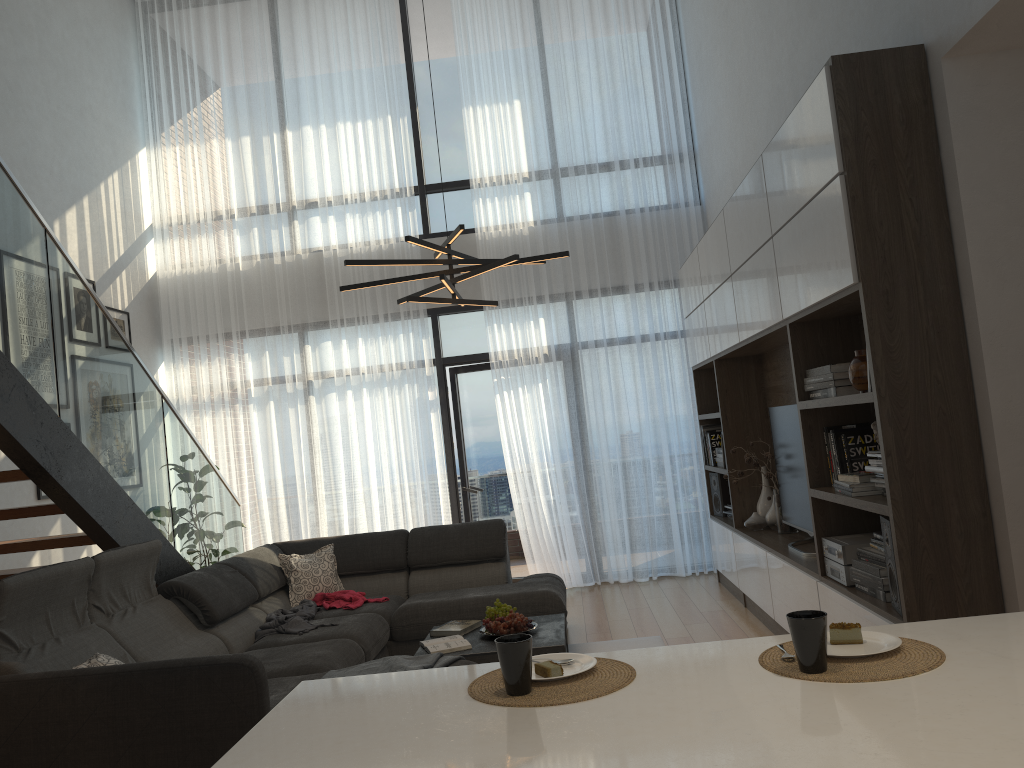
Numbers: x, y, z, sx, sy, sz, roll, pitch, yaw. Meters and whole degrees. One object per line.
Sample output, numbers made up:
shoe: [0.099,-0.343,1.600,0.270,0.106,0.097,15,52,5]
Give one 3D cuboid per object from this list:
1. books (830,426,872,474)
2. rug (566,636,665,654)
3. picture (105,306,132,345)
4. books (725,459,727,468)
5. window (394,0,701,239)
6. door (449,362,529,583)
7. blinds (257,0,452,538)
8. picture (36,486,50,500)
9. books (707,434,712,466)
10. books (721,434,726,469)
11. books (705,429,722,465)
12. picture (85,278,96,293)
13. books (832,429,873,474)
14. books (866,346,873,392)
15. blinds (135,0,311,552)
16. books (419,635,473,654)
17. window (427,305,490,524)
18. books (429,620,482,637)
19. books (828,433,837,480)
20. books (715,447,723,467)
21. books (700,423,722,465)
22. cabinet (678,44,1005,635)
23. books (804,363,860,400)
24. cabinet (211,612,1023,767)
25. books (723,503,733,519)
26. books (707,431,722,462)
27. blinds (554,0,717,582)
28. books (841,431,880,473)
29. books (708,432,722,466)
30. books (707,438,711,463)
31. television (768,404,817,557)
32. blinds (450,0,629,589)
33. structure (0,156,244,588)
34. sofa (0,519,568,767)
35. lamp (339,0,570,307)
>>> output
books: [1.501,0.317,3.857,0.193,0.255,0.066,-6,-4,2]
rug: [0.046,1.546,4.190,1.606,0.013,2.496,-6,-4,3]
picture: [-3.115,-0.427,6.994,0.025,0.333,0.410,-6,-4,3]
books: [1.559,0.456,6.128,0.179,0.243,0.071,-6,-4,2]
window: [-0.882,-2.497,7.928,4.808,2.500,0.119,-6,-4,3]
door: [0.078,0.767,7.798,1.118,1.976,0.206,-7,-4,13]
blinds: [-1.413,-0.897,7.646,1.374,5.581,0.218,-6,-4,1]
picture: [-3.065,0.510,5.932,0.025,0.504,0.410,-6,-4,3]
books: [1.583,0.493,6.740,0.169,0.242,0.050,-6,-4,2]
books: [1.550,0.463,6.179,0.172,0.242,0.069,-6,-4,4]
books: [1.604,0.482,6.818,0.202,0.268,0.053,-6,-4,3]
picture: [-3.153,-0.538,6.501,0.025,0.504,0.410,-6,-4,3]
books: [1.492,0.322,3.827,0.177,0.242,0.066,-6,-4,3]
books: [1.427,-0.126,3.221,0.201,0.287,0.332,-6,-4,3]
blinds: [-2.490,-0.778,7.676,1.223,5.581,0.218,-6,-4,1]
books: [-0.318,1.235,4.211,0.199,0.025,0.294,-5,-4,-18]
window: [-0.546,0.579,7.738,4.808,2.501,0.119,-6,-4,3]
books: [-0.286,1.249,4.535,0.179,0.029,0.225,-8,-4,26]
books: [1.492,0.325,3.886,0.169,0.242,0.050,-6,-4,2]
books: [1.637,0.520,6.426,0.277,0.137,0.343,-6,-4,3]
books: [1.612,0.465,6.909,0.259,0.321,0.128,-6,-4,3]
cabinet: [1.514,0.188,5.018,0.338,2.494,4.036,-6,-4,3]
books: [1.458,-0.017,3.834,0.277,0.137,0.343,-6,-4,-2]
cabinet: [-0.303,0.159,0.603,3.495,2.401,2.401,-6,-4,3]
books: [1.676,0.936,6.529,0.204,0.099,0.325,-6,-4,3]
books: [1.592,0.485,6.711,0.193,0.255,0.066,-6,-4,2]
blinds: [1.078,-1.178,7.516,1.163,5.581,0.218,-6,-4,0]
books: [1.522,0.320,3.792,0.179,0.233,0.077,-6,-4,3]
books: [1.584,0.483,6.647,0.191,0.249,0.083,-6,-4,3]
books: [1.600,0.497,6.785,0.189,0.240,0.053,-6,-4,3]
television: [1.579,0.494,4.742,0.229,0.779,1.220,-6,-4,3]
blinds: [0.191,-1.084,7.482,0.858,5.579,0.589,-5,-4,-20]
structure: [-2.671,0.286,3.308,1.289,3.460,5.660,-6,-4,3]
sofa: [-0.788,1.168,4.549,2.108,0.995,3.169,-6,-4,3]
lamp: [-0.483,-2.207,4.537,1.200,3.645,0.831,-7,-4,13]
